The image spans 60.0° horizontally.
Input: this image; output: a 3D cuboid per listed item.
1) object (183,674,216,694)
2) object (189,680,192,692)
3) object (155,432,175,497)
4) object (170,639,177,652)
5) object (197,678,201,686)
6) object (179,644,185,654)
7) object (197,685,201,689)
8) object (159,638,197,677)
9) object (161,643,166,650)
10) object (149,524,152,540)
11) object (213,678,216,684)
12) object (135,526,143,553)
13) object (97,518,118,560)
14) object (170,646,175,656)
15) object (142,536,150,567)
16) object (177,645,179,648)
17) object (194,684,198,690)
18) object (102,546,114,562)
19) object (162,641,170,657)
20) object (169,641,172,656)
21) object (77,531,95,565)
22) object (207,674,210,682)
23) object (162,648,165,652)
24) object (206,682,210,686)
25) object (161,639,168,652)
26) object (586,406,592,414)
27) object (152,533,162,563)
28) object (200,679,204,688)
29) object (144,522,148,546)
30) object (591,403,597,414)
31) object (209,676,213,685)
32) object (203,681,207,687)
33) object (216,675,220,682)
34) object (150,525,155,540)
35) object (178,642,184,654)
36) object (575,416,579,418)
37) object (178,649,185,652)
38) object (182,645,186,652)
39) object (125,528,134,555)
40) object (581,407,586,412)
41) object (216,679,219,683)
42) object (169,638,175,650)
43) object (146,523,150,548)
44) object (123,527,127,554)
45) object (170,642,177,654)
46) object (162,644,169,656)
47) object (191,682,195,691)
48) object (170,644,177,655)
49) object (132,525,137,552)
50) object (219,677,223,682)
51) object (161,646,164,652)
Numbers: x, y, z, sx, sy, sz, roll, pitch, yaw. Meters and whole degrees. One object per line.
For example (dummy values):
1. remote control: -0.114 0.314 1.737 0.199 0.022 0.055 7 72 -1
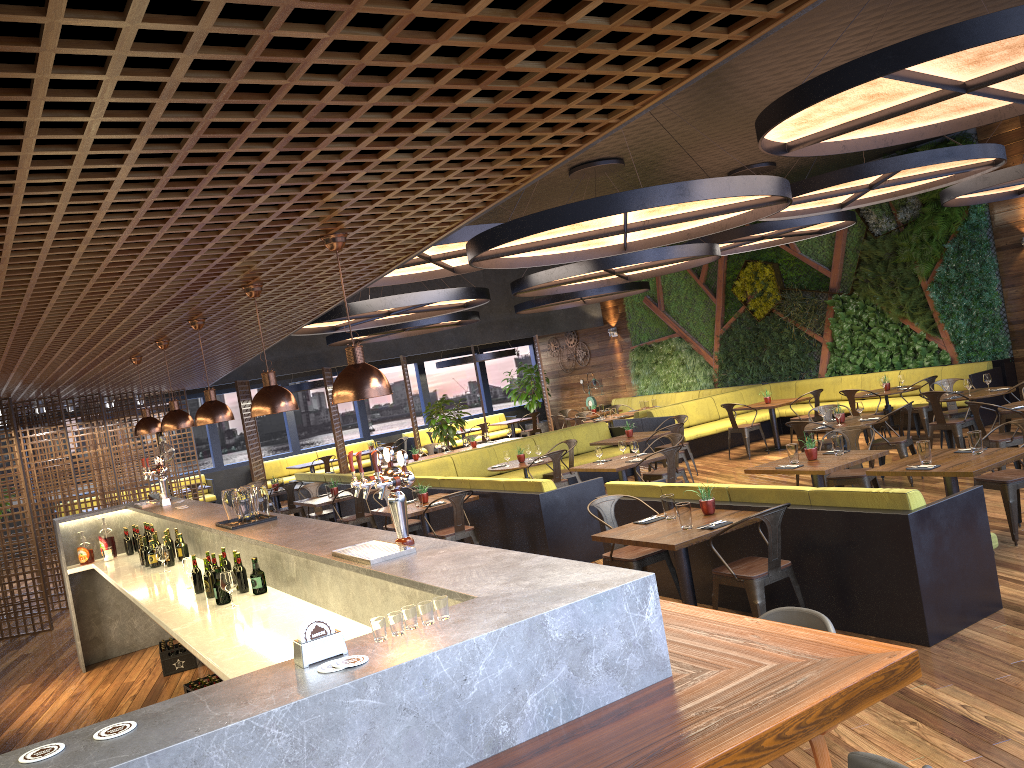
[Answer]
1. object: -2.117 2.231 6.422 0.416 0.206 0.277 -11 1 -37
2. object: -2.305 2.244 6.402 0.056 0.205 0.057 -11 1 -40
3. object: -3.855 0.979 9.865 0.263 0.944 0.566 -11 1 -39
4. object: -2.964 2.334 7.758 0.057 0.205 0.056 -10 1 -10
5. object: -2.254 2.235 6.437 0.056 0.205 0.057 -10 1 15
6. object: -2.802 2.310 7.543 0.056 0.205 0.056 -10 1 -24
7. object: -2.187 2.226 6.242 0.056 0.205 0.056 -9 1 26
8. object: -2.894 2.343 7.682 0.277 0.206 0.416 -10 1 -22
9. object: -3.004 2.342 7.671 0.056 0.205 0.056 -9 1 31
10. object: -3.352 1.431 8.284 0.063 0.254 0.063 -10 1 -4
11. object: -2.122 2.213 6.369 0.056 0.205 0.057 -10 1 15
12. object: -3.501 1.456 8.323 0.063 0.254 0.063 -11 1 -40
13. object: -3.786 1.439 8.284 0.133 0.385 0.133 -10 1 7
14. object: -2.871 2.322 7.513 0.057 0.205 0.056 -10 1 -20
15. object: -3.049 1.394 7.390 0.063 0.254 0.063 -9 1 21
16. object: -2.930 2.326 7.846 0.056 0.205 0.056 -10 1 -19
17. object: -2.225 2.232 6.290 0.056 0.205 0.057 -10 1 0
18. object: -3.714 1.563 8.149 0.088 0.123 0.088 -10 1 -26
19. object: -3.023 2.345 7.736 0.056 0.205 0.056 -11 1 -34
20. object: -2.947 2.332 7.697 0.057 0.205 0.056 -9 1 30
21. object: -3.957 1.513 8.213 0.133 0.301 0.133 -10 1 -26
22. object: -2.202 2.225 6.483 0.057 0.205 0.056 -9 1 25
23. object: -2.926 2.332 7.492 0.056 0.205 0.056 -10 1 -19
24. object: -2.139 2.217 6.285 0.056 0.205 0.056 -9 1 41
25. object: -3.051 2.348 7.794 0.056 0.205 0.056 -9 1 41
26. object: 1.695 0.575 19.447 0.102 0.178 0.102 -10 1 4
27. object: -2.989 1.382 7.447 0.063 0.254 0.063 -10 1 -4
28. object: -2.217 2.229 6.390 0.056 0.205 0.056 -9 1 36
29. object: -3.505 1.454 8.519 0.063 0.254 0.063 -9 1 30
30. object: 1.765 0.519 19.267 0.238 0.271 0.260 -10 1 -10
31. object: -2.172 2.220 6.432 0.056 0.205 0.056 -10 1 1
32. object: -2.175 2.223 6.336 0.056 0.205 0.057 -10 1 -25
33. object: -2.154 2.215 6.525 0.057 0.205 0.056 -10 1 -25
34. object: -3.299 1.424 8.177 0.063 0.254 0.063 -9 1 30
35. object: -2.833 2.314 7.602 0.056 0.205 0.056 -9 1 41
36. object: 1.474 0.700 19.148 0.157 0.019 0.255 -11 1 -32
37. object: -2.853 2.316 7.661 0.056 0.205 0.056 -10 1 6
38. object: -2.874 2.319 7.730 0.056 0.205 0.056 -10 1 16
39. object: -3.584 1.471 8.283 0.063 0.254 0.063 -11 1 -45
40. object: 1.565 0.601 19.274 0.102 0.178 0.102 -9 1 44
41. object: -2.082 2.206 6.320 0.056 0.205 0.056 -10 1 16
42. object: -2.996 2.339 7.819 0.057 0.205 0.056 -10 1 15
43. object: -3.428 1.442 8.395 0.063 0.254 0.063 -9 1 30
44. object: -3.644 1.480 8.397 0.063 0.254 0.063 -11 1 -40
45. object: -2.915 2.328 7.635 0.056 0.205 0.057 -9 1 20
46. object: -2.977 2.339 7.610 0.056 0.205 0.056 -10 1 6
47. object: -2.268 2.238 6.348 0.056 0.205 0.056 -11 1 -34
48. object: -2.893 2.325 7.575 0.056 0.205 0.057 -9 1 40
49. object: -3.593 1.470 8.465 0.063 0.254 0.063 -10 1 10
50. object: -2.112 2.209 6.470 0.056 0.205 0.056 -10 1 -9
51. object: -2.955 2.336 7.551 0.056 0.205 0.056 -9 1 21
